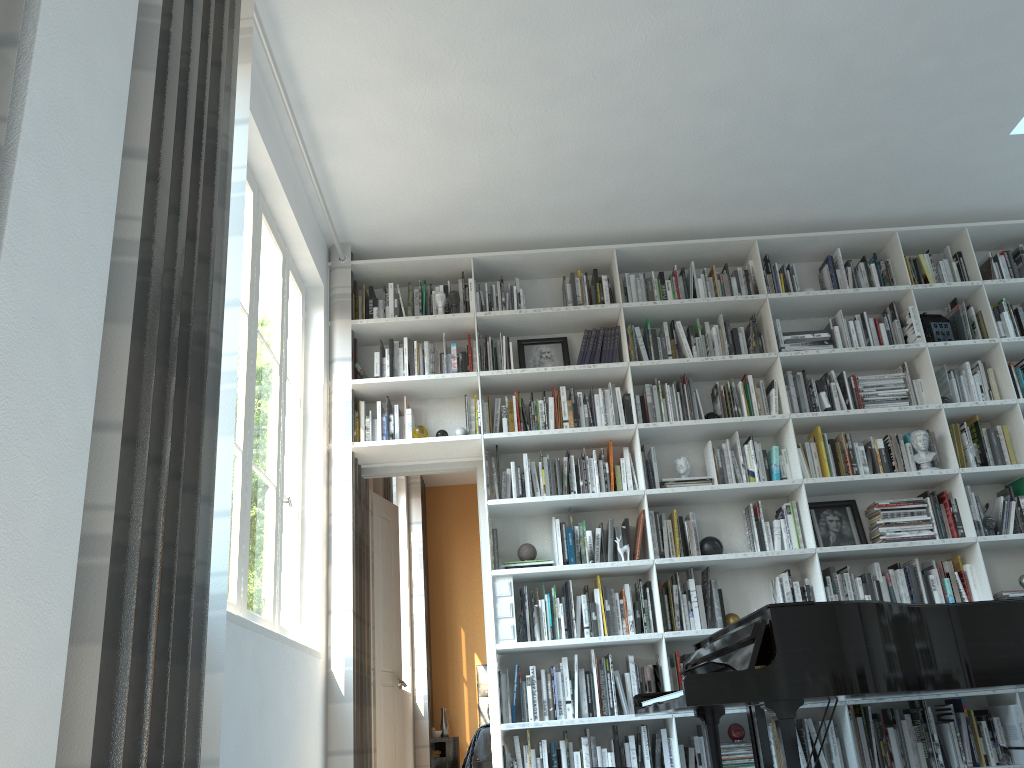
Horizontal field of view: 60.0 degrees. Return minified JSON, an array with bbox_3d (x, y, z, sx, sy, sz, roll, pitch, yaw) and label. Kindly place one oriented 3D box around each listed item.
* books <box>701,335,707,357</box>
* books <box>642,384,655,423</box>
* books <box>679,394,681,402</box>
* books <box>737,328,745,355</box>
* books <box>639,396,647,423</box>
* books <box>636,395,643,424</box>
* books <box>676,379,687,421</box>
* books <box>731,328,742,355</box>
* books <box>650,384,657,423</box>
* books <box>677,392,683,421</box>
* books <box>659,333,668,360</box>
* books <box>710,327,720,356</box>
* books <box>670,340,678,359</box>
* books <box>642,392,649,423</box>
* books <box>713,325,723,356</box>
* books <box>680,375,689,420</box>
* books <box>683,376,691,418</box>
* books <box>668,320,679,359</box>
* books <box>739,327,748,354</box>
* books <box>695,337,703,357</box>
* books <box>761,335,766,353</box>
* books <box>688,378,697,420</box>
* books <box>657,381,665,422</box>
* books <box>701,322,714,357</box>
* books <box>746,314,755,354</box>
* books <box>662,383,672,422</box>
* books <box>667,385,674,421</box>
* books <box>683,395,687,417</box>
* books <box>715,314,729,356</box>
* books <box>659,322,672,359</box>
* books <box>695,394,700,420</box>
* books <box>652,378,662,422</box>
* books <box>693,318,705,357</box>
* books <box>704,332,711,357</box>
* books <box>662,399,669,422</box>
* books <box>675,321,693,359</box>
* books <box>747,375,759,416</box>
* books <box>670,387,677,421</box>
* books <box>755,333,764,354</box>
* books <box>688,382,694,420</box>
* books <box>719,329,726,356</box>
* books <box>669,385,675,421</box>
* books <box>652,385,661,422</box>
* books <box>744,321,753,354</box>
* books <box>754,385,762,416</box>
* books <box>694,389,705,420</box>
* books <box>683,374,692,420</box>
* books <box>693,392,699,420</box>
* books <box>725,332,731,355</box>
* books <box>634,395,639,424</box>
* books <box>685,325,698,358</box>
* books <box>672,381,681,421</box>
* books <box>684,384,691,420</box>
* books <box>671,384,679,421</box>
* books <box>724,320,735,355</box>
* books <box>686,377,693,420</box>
[{"bbox_3d":[1.119,-0.165,5.210,0.024,0.211,0.128,-4,-21,-1],"label":"books"},{"bbox_3d":[0.778,0.157,5.057,0.026,0.278,0.151,-4,-21,-1],"label":"books"},{"bbox_3d":[0.954,0.176,5.065,0.011,0.225,0.130,-4,-21,-1],"label":"books"},{"bbox_3d":[1.325,-0.193,5.192,0.022,0.221,0.161,-4,-21,-1],"label":"books"},{"bbox_3d":[0.744,0.195,5.064,0.024,0.218,0.140,-4,-21,-1],"label":"books"},{"bbox_3d":[0.717,0.194,5.065,0.029,0.224,0.137,-4,-21,-1],"label":"books"},{"bbox_3d":[0.962,0.137,5.058,0.011,0.290,0.177,-4,-21,-1],"label":"books"},{"bbox_3d":[1.300,-0.190,5.187,0.030,0.217,0.183,-4,-22,-1],"label":"books"},{"bbox_3d":[0.797,0.156,5.053,0.012,0.275,0.157,-4,-21,-1],"label":"books"},{"bbox_3d":[0.943,0.175,5.038,0.011,0.208,0.182,-4,-22,-1],"label":"books"},{"bbox_3d":[0.881,-0.162,5.181,0.029,0.218,0.158,-4,-21,-1],"label":"books"},{"bbox_3d":[1.176,-0.189,5.179,0.021,0.225,0.192,-4,-22,-1],"label":"books"},{"bbox_3d":[0.936,-0.144,5.185,0.034,0.179,0.160,-4,-22,-1],"label":"books"},{"bbox_3d":[0.761,0.179,5.056,0.012,0.239,0.134,-4,-21,-1],"label":"books"},{"bbox_3d":[1.200,-0.200,5.203,0.028,0.259,0.136,-4,-21,-1],"label":"books"},{"bbox_3d":[0.981,0.128,5.076,0.004,0.319,0.153,-4,-21,-1],"label":"books"},{"bbox_3d":[0.995,0.131,5.081,0.005,0.315,0.157,-4,-21,-1],"label":"books"},{"bbox_3d":[0.955,-0.205,5.217,0.013,0.314,0.135,-4,-21,-1],"label":"books"},{"bbox_3d":[1.348,-0.195,5.209,0.024,0.236,0.153,-4,-21,-1],"label":"books"},{"bbox_3d":[1.082,-0.157,5.180,0.028,0.179,0.169,-4,-22,-1],"label":"books"},{"bbox_3d":[1.471,-0.179,5.216,0.019,0.193,0.098,-4,-21,-1],"label":"books"},{"bbox_3d":[1.018,0.134,5.053,0.011,0.286,0.189,-4,-21,-1],"label":"books"},{"bbox_3d":[0.841,0.147,5.049,0.010,0.282,0.184,-4,-21,-1],"label":"books"},{"bbox_3d":[1.151,-0.206,5.212,0.026,0.285,0.138,-4,-21,-1],"label":"books"},{"bbox_3d":[1.400,-0.236,5.204,0.058,0.301,0.175,-4,-21,-1],"label":"books"},{"bbox_3d":[0.879,0.151,5.039,0.009,0.262,0.190,-4,-21,-1],"label":"books"},{"bbox_3d":[0.890,0.156,5.039,0.012,0.250,0.184,-4,-21,-1],"label":"books"},{"bbox_3d":[0.976,0.181,5.069,0.012,0.216,0.134,-4,-21,-1],"label":"books"},{"bbox_3d":[1.231,-0.231,5.200,0.011,0.312,0.184,-4,-21,-1],"label":"books"},{"bbox_3d":[0.904,-0.199,5.195,0.023,0.292,0.156,-4,-21,-1],"label":"books"},{"bbox_3d":[1.049,0.177,5.063,0.004,0.208,0.132,-4,-21,-1],"label":"books"},{"bbox_3d":[0.830,0.140,5.075,0.011,0.316,0.155,-4,-21,-1],"label":"books"},{"bbox_3d":[1.097,-0.217,5.203,0.012,0.306,0.145,-4,-21,-1],"label":"books"},{"bbox_3d":[1.136,-0.174,5.185,0.010,0.207,0.174,-4,-22,-1],"label":"books"},{"bbox_3d":[0.864,0.197,5.048,0.029,0.186,0.149,-4,-22,-1],"label":"books"},{"bbox_3d":[1.000,-0.204,5.189,0.075,0.284,0.179,-4,-21,-1],"label":"books"},{"bbox_3d":[1.360,0.116,5.068,0.022,0.283,0.190,-4,-21,-1],"label":"books"},{"bbox_3d":[0.911,0.162,5.062,0.011,0.254,0.153,-4,-21,-1],"label":"books"},{"bbox_3d":[1.447,-0.188,5.212,0.028,0.211,0.135,-4,-21,-1],"label":"books"},{"bbox_3d":[1.011,0.142,5.069,0.004,0.283,0.167,-4,-21,-1],"label":"books"},{"bbox_3d":[1.221,-0.188,5.195,0.013,0.230,0.142,-4,-21,-1],"label":"books"},{"bbox_3d":[0.901,0.160,5.063,0.010,0.260,0.170,-4,-21,-1],"label":"books"},{"bbox_3d":[0.815,0.162,5.052,0.024,0.261,0.178,-4,-21,-1],"label":"books"},{"bbox_3d":[1.387,-0.217,5.197,0.055,0.262,0.167,-4,-21,-1],"label":"books"},{"bbox_3d":[1.388,0.144,5.069,0.011,0.228,0.166,-4,-21,-1],"label":"books"},{"bbox_3d":[1.064,0.163,5.060,0.031,0.231,0.148,-4,-21,-1],"label":"books"},{"bbox_3d":[1.000,0.123,5.081,0.005,0.329,0.162,-4,-21,-1],"label":"books"},{"bbox_3d":[1.041,0.174,5.066,0.012,0.217,0.151,-4,-21,-1],"label":"books"},{"bbox_3d":[1.252,-0.178,5.202,0.024,0.212,0.150,-4,-21,-1],"label":"books"},{"bbox_3d":[0.696,0.194,5.039,0.015,0.207,0.187,-4,-22,-1],"label":"books"},{"bbox_3d":[1.052,-0.192,5.201,0.027,0.264,0.169,-4,-21,-1],"label":"books"},{"bbox_3d":[0.930,0.146,5.057,0.011,0.278,0.170,-4,-21,-1],"label":"books"},{"bbox_3d":[0.989,0.152,5.059,0.010,0.260,0.158,-4,-21,-1],"label":"books"},{"bbox_3d":[0.921,0.153,5.048,0.009,0.260,0.181,-4,-21,-1],"label":"books"},{"bbox_3d":[1.272,-0.215,5.219,0.022,0.289,0.147,-4,-21,-1],"label":"books"},{"bbox_3d":[1.006,0.134,5.075,0.005,0.304,0.163,-4,-21,-1],"label":"books"}]
